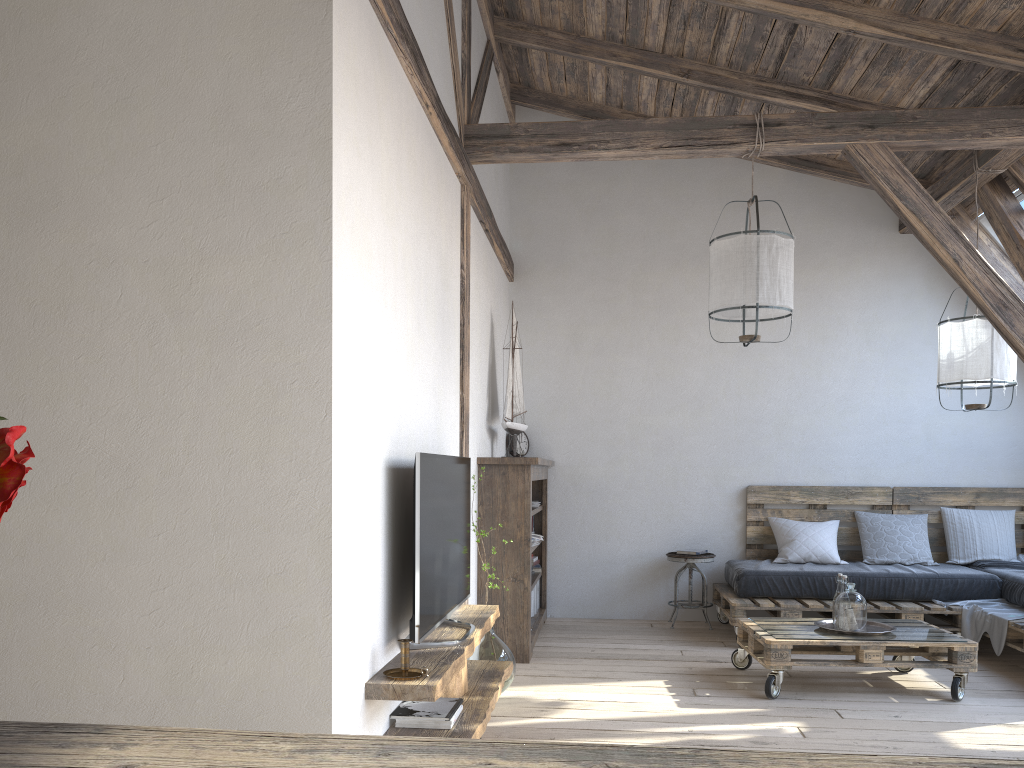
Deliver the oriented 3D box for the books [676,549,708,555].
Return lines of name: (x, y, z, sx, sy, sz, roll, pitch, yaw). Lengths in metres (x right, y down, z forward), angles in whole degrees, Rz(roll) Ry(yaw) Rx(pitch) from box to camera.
books: (1.279, 1.191, 6.246, 0.150, 0.021, 0.205, -3, -7, 35)

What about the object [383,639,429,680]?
object: (-0.336, 0.861, 2.761, 0.139, 0.112, 0.140, 1, -3, -11)

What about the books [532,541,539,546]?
books: (0.051, 1.028, 5.680, 0.204, 0.009, 0.259, -1, -6, 11)

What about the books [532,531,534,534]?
books: (0.067, 1.048, 6.161, 0.150, 0.021, 0.205, -1, -6, 10)

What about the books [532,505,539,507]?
books: (0.090, 0.865, 6.280, 0.204, 0.009, 0.259, 0, -6, 1)

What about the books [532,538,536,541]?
books: (0.045, 1.001, 5.673, 0.204, 0.009, 0.259, -1, -6, 13)

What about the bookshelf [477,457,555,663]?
bookshelf: (0.055, 1.081, 5.772, 0.348, 1.172, 1.630, 0, -3, 6)

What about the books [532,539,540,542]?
books: (0.037, 1.009, 5.662, 0.205, 0.009, 0.259, -2, -6, 22)

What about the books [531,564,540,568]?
books: (0.094, 1.310, 6.343, 0.204, 0.021, 0.150, 1, -6, -5)

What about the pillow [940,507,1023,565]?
pillow: (3.466, 1.050, 6.040, 0.968, 0.399, 0.387, -2, -3, 22)

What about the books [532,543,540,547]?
books: (0.050, 1.036, 5.671, 0.204, 0.009, 0.259, -1, -6, 14)

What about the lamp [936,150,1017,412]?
lamp: (2.622, -0.608, 4.950, 0.407, 1.518, 0.399, -1, 1, -43)

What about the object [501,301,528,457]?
object: (0.027, -0.012, 5.650, 0.140, 0.992, 0.791, 1, -1, 11)

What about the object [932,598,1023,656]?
object: (2.913, 1.447, 5.251, 0.505, 0.276, 0.711, 1, -5, -10)

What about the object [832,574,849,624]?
object: (1.727, 1.131, 4.605, 0.071, 0.268, 0.154, 0, 0, 6)

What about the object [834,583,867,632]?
object: (1.709, 1.126, 4.441, 0.156, 0.247, 0.156, 1, -1, -26)

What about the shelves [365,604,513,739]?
shelves: (-0.220, 1.211, 3.453, 0.331, 0.448, 1.609, 0, -5, 6)

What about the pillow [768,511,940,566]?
pillow: (2.368, 1.066, 6.123, 1.129, 0.355, 0.351, 0, -2, 6)

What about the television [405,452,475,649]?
television: (-0.262, 0.631, 3.432, 0.207, 0.704, 1.107, 0, -4, 6)

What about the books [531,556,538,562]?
books: (0.094, 1.263, 6.344, 0.157, 0.021, 0.220, -1, -6, 10)

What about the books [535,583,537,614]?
books: (0.094, 1.509, 6.195, 0.157, 0.220, 0.017, 0, 1, 6)

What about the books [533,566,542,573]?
books: (0.101, 1.337, 6.349, 0.219, 0.030, 0.162, 0, -5, -1)

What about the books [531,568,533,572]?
books: (0.058, 1.293, 6.094, 0.159, 0.023, 0.212, 0, -6, 6)

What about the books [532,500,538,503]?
books: (0.084, 0.838, 6.272, 0.204, 0.009, 0.259, 0, -6, 3)

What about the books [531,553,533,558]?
books: (0.075, 1.243, 6.363, 0.143, 0.019, 0.202, 0, -6, 6)

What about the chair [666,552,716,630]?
chair: (1.272, 1.464, 6.275, 0.354, 0.520, 0.354, 0, -1, 10)

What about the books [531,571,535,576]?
books: (0.059, 1.316, 6.087, 0.152, 0.024, 0.229, -1, -6, 15)

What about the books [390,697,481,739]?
books: (-0.263, 1.261, 3.058, 0.290, 0.264, 0.361, 0, -3, 6)

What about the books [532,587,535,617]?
books: (0.079, 1.502, 6.098, 0.157, 0.212, 0.090, 0, 0, 6)

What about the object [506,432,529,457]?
object: (0.044, 0.438, 6.481, 0.082, 0.209, 0.205, 1, -1, 42)

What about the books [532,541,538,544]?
books: (0.055, 1.021, 5.694, 0.204, 0.009, 0.259, 0, -6, 8)

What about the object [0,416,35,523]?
object: (-0.527, 0.100, 0.659, 0.251, 0.415, 0.312, 0, -1, 39)

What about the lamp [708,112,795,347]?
lamp: (1.179, -0.742, 4.344, 0.400, 1.084, 0.407, 0, 1, -43)

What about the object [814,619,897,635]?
object: (1.759, 1.249, 4.516, 0.395, 0.021, 0.396, -2, -6, 26)

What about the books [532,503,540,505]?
books: (0.090, 0.858, 6.294, 0.204, 0.009, 0.259, 1, -6, -2)

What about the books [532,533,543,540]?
books: (0.063, 0.978, 5.714, 0.221, 0.088, 0.262, 2, -5, -14)

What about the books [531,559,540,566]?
books: (0.100, 1.287, 6.353, 0.161, 0.026, 0.203, -1, -6, 14)

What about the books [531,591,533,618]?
books: (0.074, 1.516, 6.065, 0.139, 0.175, 0.094, 0, 0, 6)

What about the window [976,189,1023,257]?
window: (3.585, -0.591, 5.403, 1.096, 1.277, 0.856, 0, -1, 6)

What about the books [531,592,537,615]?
books: (0.065, 1.494, 6.177, 0.201, 0.248, 0.412, 0, -4, 6)

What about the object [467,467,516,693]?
object: (-0.130, 0.972, 4.415, 0.275, 1.120, 0.515, 0, 0, -7)

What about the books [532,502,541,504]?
books: (0.079, 0.846, 6.260, 0.204, 0.009, 0.259, -1, -6, 13)
